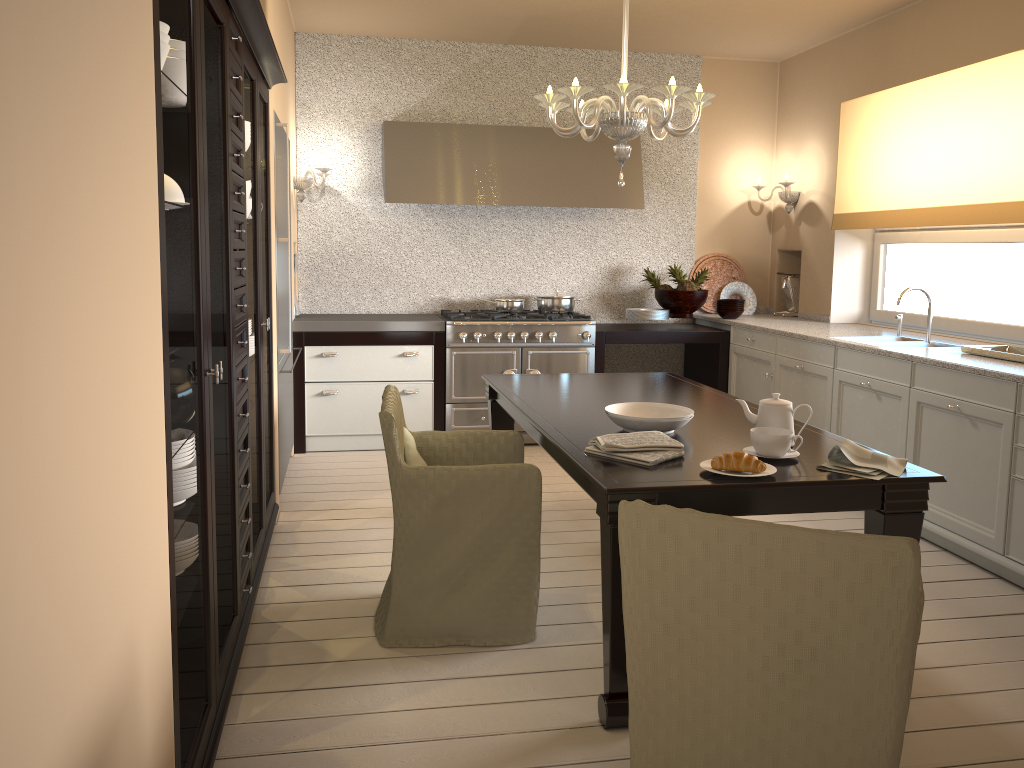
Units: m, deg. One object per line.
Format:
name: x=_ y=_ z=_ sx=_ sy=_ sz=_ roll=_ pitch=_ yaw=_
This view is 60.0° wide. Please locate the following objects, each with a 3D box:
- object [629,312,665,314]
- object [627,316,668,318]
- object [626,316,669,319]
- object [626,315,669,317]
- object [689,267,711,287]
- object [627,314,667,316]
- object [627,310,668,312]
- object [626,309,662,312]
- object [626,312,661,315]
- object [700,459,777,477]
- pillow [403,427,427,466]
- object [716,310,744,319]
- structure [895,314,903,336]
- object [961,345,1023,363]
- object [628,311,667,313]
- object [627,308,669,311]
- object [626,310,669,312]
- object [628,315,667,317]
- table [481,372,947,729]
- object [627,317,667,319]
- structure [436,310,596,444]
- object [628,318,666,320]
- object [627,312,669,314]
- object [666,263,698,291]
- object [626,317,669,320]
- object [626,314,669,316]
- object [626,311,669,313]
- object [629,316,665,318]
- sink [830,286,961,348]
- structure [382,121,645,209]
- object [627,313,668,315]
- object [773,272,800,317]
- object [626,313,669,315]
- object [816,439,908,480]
object: x=0.878 y=-0.461 z=5.743 sx=0.278 sy=0.011 sz=0.279 roll=-3 pitch=9 yaw=-23
object: x=0.877 y=-0.433 z=5.746 sx=0.278 sy=0.011 sz=0.279 roll=-3 pitch=9 yaw=-23
object: x=0.878 y=-0.431 z=5.746 sx=0.278 sy=0.011 sz=0.279 roll=-3 pitch=9 yaw=-23
object: x=0.877 y=-0.439 z=5.745 sx=0.278 sy=0.011 sz=0.279 roll=-3 pitch=9 yaw=-23
object: x=1.231 y=-0.655 z=5.996 sx=0.275 sy=0.283 sz=0.139 roll=-3 pitch=8 yaw=-25
object: x=0.877 y=-0.447 z=5.745 sx=0.278 sy=0.011 sz=0.279 roll=-3 pitch=9 yaw=-23
object: x=0.878 y=-0.472 z=5.741 sx=0.278 sy=0.011 sz=0.279 roll=-3 pitch=9 yaw=-23
object: x=0.878 y=-0.475 z=5.741 sx=0.278 sy=0.011 sz=0.279 roll=-3 pitch=9 yaw=-23
object: x=0.878 y=-0.456 z=5.743 sx=0.278 sy=0.011 sz=0.279 roll=-3 pitch=9 yaw=-23
object: x=0.588 y=0.223 z=2.308 sx=0.194 sy=0.014 sz=0.195 roll=-5 pitch=10 yaw=-34
pillow: x=-0.274 y=0.301 z=2.902 sx=0.192 sy=0.293 sz=0.442 roll=-1 pitch=8 yaw=-11
object: x=1.434 y=-0.456 z=5.835 sx=0.180 sy=0.063 sz=0.181 roll=-5 pitch=10 yaw=-33
structure: x=2.099 y=-0.309 z=4.811 sx=0.037 sy=0.134 sz=0.024 roll=0 pitch=7 yaw=-11
object: x=2.163 y=-0.127 z=3.780 sx=0.241 sy=0.030 sz=0.431 roll=-1 pitch=9 yaw=-11
object: x=0.878 y=-0.467 z=5.742 sx=0.278 sy=0.011 sz=0.279 roll=-3 pitch=9 yaw=-23
object: x=0.878 y=-0.478 z=5.741 sx=0.278 sy=0.011 sz=0.279 roll=-3 pitch=9 yaw=-23
object: x=0.878 y=-0.469 z=5.741 sx=0.278 sy=0.011 sz=0.279 roll=-3 pitch=9 yaw=-23
object: x=0.877 y=-0.441 z=5.745 sx=0.278 sy=0.011 sz=0.279 roll=-3 pitch=9 yaw=-23
table: x=0.488 y=0.421 z=3.217 sx=0.918 sy=0.650 sz=2.000 roll=-1 pitch=8 yaw=-11
object: x=0.877 y=-0.428 z=5.746 sx=0.278 sy=0.011 sz=0.279 roll=-3 pitch=9 yaw=-23
structure: x=0.008 y=-0.056 z=5.705 sx=0.929 sy=0.802 sz=0.708 roll=-1 pitch=7 yaw=-11
object: x=0.877 y=-0.423 z=5.747 sx=0.278 sy=0.011 sz=0.279 roll=-3 pitch=9 yaw=-23
object: x=0.878 y=-0.459 z=5.742 sx=0.278 sy=0.011 sz=0.279 roll=-3 pitch=9 yaw=-23
object: x=1.121 y=-0.672 z=5.873 sx=0.161 sy=0.277 sz=0.270 roll=-3 pitch=8 yaw=-29
object: x=0.877 y=-0.425 z=5.746 sx=0.278 sy=0.011 sz=0.279 roll=-3 pitch=9 yaw=-23
object: x=0.878 y=-0.445 z=5.744 sx=0.278 sy=0.011 sz=0.279 roll=-3 pitch=9 yaw=-23
object: x=0.878 y=-0.464 z=5.742 sx=0.278 sy=0.011 sz=0.279 roll=-3 pitch=9 yaw=-23
object: x=0.878 y=-0.436 z=5.745 sx=0.278 sy=0.011 sz=0.279 roll=-3 pitch=9 yaw=-23
sink: x=1.922 y=-0.254 z=4.457 sx=0.458 sy=0.479 sz=0.541 roll=-1 pitch=8 yaw=-11
structure: x=0.002 y=-1.403 z=5.752 sx=1.661 sy=0.508 sz=0.482 roll=-1 pitch=8 yaw=-11
object: x=0.877 y=-0.453 z=5.745 sx=0.278 sy=0.011 sz=0.279 roll=-3 pitch=9 yaw=-23
object: x=2.044 y=-0.624 z=6.197 sx=0.391 sy=0.305 sz=0.384 roll=-1 pitch=8 yaw=-11
object: x=0.878 y=-0.450 z=5.744 sx=0.278 sy=0.011 sz=0.279 roll=-3 pitch=9 yaw=-23
object: x=0.944 y=0.194 z=2.366 sx=0.197 sy=0.063 sz=0.205 roll=8 pitch=11 yaw=41
